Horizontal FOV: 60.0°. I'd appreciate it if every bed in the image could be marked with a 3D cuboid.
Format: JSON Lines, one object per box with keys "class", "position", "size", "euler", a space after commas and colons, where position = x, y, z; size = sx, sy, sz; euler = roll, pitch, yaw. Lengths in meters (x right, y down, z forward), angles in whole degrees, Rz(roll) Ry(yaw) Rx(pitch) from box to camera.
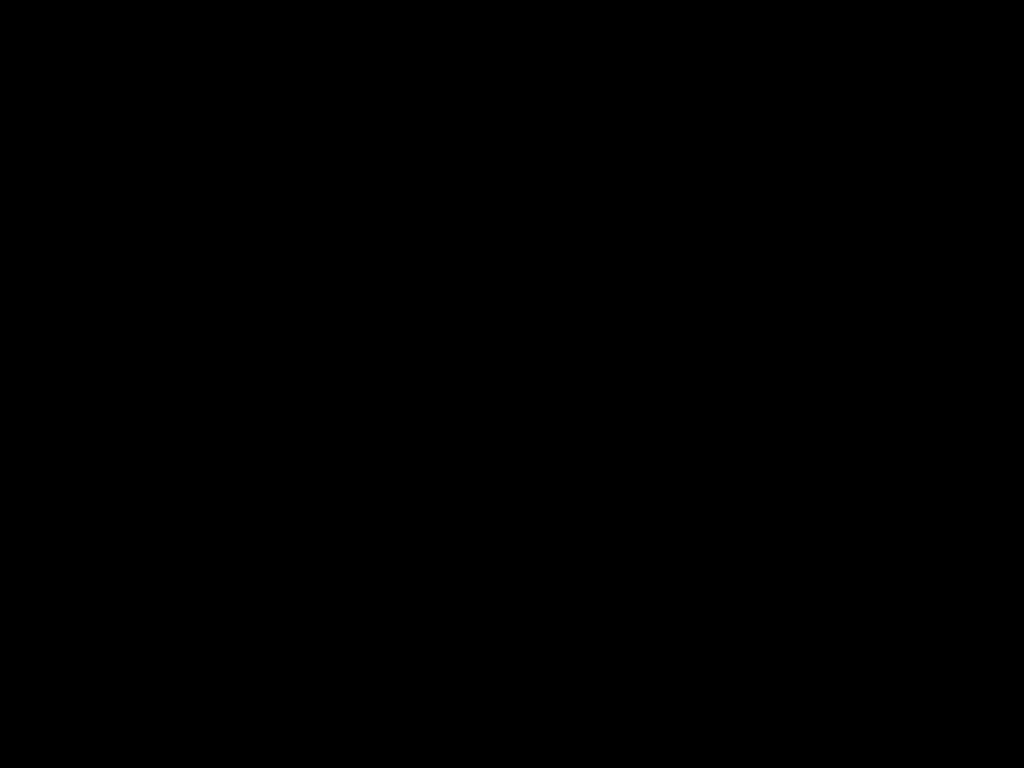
{"class": "bed", "position": [0.065, -0.282, 0.340], "size": [3.009, 0.994, 2.087], "euler": [1, -1, -15]}
